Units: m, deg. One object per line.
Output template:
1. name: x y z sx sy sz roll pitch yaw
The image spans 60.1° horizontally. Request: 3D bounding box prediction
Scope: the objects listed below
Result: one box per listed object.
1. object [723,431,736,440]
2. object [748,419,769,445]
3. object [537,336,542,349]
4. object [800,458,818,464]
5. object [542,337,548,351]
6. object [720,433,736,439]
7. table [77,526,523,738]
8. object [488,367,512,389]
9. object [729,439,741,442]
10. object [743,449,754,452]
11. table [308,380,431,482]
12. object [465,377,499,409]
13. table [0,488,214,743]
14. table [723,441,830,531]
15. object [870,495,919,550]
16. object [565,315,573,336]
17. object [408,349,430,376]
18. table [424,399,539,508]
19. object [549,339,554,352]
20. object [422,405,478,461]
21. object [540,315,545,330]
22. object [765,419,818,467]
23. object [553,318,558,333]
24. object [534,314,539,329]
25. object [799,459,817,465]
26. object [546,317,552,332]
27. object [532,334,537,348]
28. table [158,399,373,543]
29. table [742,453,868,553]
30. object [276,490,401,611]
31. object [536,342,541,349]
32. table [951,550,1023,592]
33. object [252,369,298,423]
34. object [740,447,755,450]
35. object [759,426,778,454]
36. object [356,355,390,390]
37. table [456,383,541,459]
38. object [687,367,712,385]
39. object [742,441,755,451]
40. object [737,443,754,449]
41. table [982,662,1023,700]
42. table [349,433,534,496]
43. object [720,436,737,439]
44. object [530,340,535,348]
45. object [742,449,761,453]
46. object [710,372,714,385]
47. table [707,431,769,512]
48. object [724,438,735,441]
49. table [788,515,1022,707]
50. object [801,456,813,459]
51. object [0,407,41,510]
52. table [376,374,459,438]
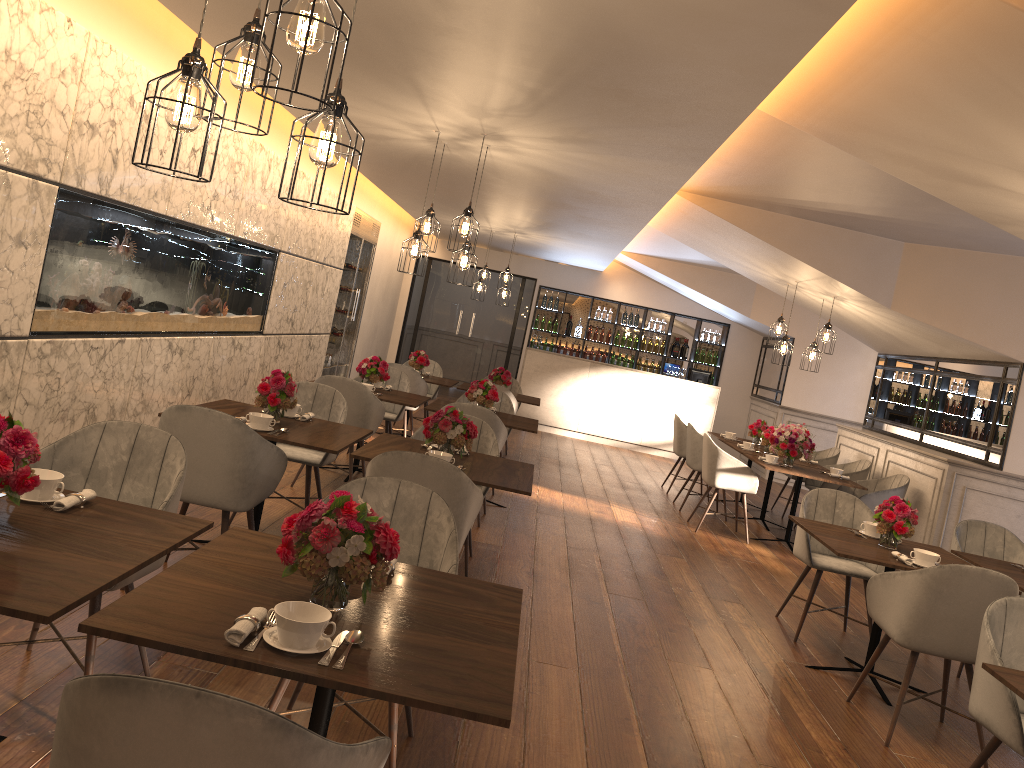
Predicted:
1. object: 2.453 0.583 9.949 0.147 0.072 0.149 8 5 -46
2. object: 2.776 0.529 9.953 0.303 0.301 0.236 10 3 -41
3. object: 0.412 -0.630 13.440 0.065 0.207 0.146 12 2 -7
4. object: 3.007 0.783 8.953 0.175 0.039 0.056 12 3 2
5. object: 0.573 -0.672 15.180 0.065 0.261 0.066 11 1 -20
6. object: 2.453 0.593 10.063 0.175 0.039 0.056 12 3 2
7. table: -0.496 0.903 2.229 0.896 0.720 0.897 12 3 2
8. object: -0.142 -0.058 9.763 0.233 0.301 0.307 10 3 -41
9. object: 2.461 0.622 9.835 0.197 0.015 0.043 12 3 -2
10. object: 2.433 0.681 8.975 0.211 0.004 0.022 12 4 2
11. table: -1.236 0.405 7.317 0.896 0.720 0.897 12 3 2
12. object: -0.229 0.095 7.239 0.307 0.301 0.233 13 2 34
13. table: -1.434 0.707 2.265 0.896 0.720 0.897 12 3 2
14. table: 2.622 1.084 9.060 0.896 0.720 0.897 12 3 2
15. object: 2.060 0.735 4.785 0.235 0.301 0.304 12 2 21
16. object: 0.987 -1.005 15.167 0.103 0.359 0.104 11 1 -26
17. object: -1.017 -0.242 9.790 0.233 0.301 0.307 11 2 -23
18. table: -0.297 0.602 7.281 0.896 0.720 0.897 12 3 2
19. object: 0.681 -0.650 15.176 0.065 0.261 0.066 11 1 -20
20. object: -0.331 0.249 4.664 0.304 0.301 0.235 11 2 -20
21. object: 0.538 -1.050 15.181 0.065 0.261 0.066 11 1 -20
22. object: 2.607 0.550 8.240 0.419 0.425 0.407 11 2 -10
23. object: 0.754 -1.005 15.172 0.065 0.261 0.066 11 1 -20
24. object: 0.430 -1.073 15.185 0.065 0.261 0.066 11 1 -20
25. object: 2.997 0.786 8.988 0.192 0.024 0.025 12 2 2
26. object: 0.646 -1.027 15.176 0.065 0.261 0.066 11 1 -20
27. object: 0.328 -0.647 13.439 0.065 0.207 0.065 12 1 -7
28. table: -1.337 0.559 4.741 0.896 0.720 0.897 12 3 2
29. table: 2.585 1.140 8.121 0.896 0.720 0.897 12 3 2
30. object: -0.428 0.397 2.186 0.304 0.301 0.235 11 2 -20
31. object: 0.465 -0.695 15.184 0.065 0.261 0.066 11 1 -20
32. table: 2.918 1.440 4.722 0.896 0.720 0.897 12 3 2
33. object: -1.262 0.052 4.730 0.234 0.301 0.305 12 2 3
34. object: 2.425 0.658 9.133 0.192 0.024 0.025 12 2 2
35. object: 2.672 0.566 9.139 0.235 0.301 0.304 12 2 21
36. object: -1.157 -0.102 7.303 0.306 0.301 0.233 13 2 24
37. table: -0.200 0.454 9.757 0.896 0.720 0.897 12 3 2
38. object: 2.858 -0.054 13.503 0.407 0.329 0.130 11 1 -20
39. object: 2.417 0.637 9.054 0.147 0.072 0.149 8 5 -46
40. object: 2.418 0.647 9.168 0.175 0.039 0.056 12 3 2
41. table: 1.888 1.382 2.437 0.896 0.720 0.897 12 3 2
42. table: -0.399 0.755 4.705 0.896 0.720 0.897 12 3 2
43. object: 2.460 0.604 10.028 0.192 0.024 0.025 12 2 2
44. object: 0.356 -0.718 15.188 0.065 0.261 0.066 11 1 -20
45. object: 2.426 0.676 8.940 0.197 0.015 0.043 12 3 -2
46. object: 3.404 -0.079 15.069 0.065 0.261 0.066 11 1 -20
47. table: 2.659 1.028 9.998 0.896 0.720 0.897 12 3 2
48. object: 2.468 0.627 9.870 0.211 0.004 0.022 12 4 2
49. table: 1.979 1.243 4.760 0.896 0.720 0.897 12 3 2
50. object: 3.014 0.760 9.067 0.147 0.072 0.149 8 5 -46
51. object: -1.356 0.201 2.254 0.306 0.301 0.233 13 2 24
52. table: -1.138 0.257 9.793 0.896 0.720 0.897 12 3 2
